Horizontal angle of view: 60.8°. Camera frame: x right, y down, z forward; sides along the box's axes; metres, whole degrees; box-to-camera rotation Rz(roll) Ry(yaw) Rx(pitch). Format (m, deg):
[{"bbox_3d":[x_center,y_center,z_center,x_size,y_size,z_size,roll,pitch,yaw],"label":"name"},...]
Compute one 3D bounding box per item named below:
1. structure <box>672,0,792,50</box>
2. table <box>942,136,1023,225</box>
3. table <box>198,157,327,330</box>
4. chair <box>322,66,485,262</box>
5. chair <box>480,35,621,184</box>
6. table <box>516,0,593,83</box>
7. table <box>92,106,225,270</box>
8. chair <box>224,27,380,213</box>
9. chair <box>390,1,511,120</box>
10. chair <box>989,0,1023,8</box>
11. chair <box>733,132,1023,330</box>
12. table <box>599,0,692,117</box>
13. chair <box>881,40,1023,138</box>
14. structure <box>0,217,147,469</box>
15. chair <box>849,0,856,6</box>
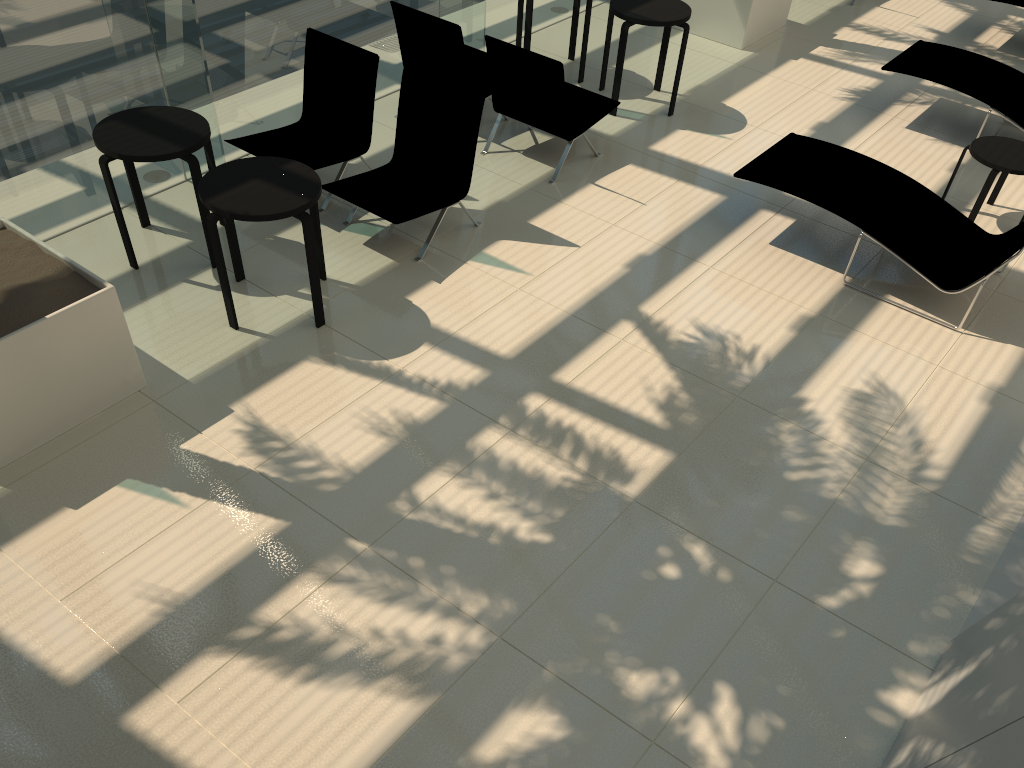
[{"bbox_3d":[2.317,-6.505,6.536,4.709,7.614,4.170,25,47,20],"label":"structure"},{"bbox_3d":[3.631,-1.489,6.576,0.553,0.562,0.506,-4,45,-9],"label":"table"},{"bbox_3d":[-1.451,-0.826,5.240,0.680,0.848,0.620,-1,44,-6],"label":"table"},{"bbox_3d":[-0.743,-1.445,5.849,0.692,0.965,0.840,31,50,25],"label":"chair"},{"bbox_3d":[0.319,-2.250,6.768,0.692,0.965,0.840,31,50,25],"label":"chair"},{"bbox_3d":[0.365,-3.239,7.874,0.677,0.848,0.623,-7,45,-12],"label":"table"},{"bbox_3d":[-2.214,-1.241,5.596,0.680,0.848,0.620,-1,44,-6],"label":"table"},{"bbox_3d":[-1.477,-1.844,6.192,0.692,0.965,0.840,31,50,25],"label":"chair"},{"bbox_3d":[-0.414,-2.649,7.111,0.692,0.965,0.840,31,50,25],"label":"chair"},{"bbox_3d":[5.863,-3.848,8.683,1.971,1.257,0.872,29,49,23],"label":"chair"},{"bbox_3d":[2.629,-1.353,5.838,1.971,1.257,0.872,29,49,23],"label":"chair"},{"bbox_3d":[1.128,-2.825,7.518,0.677,0.848,0.623,-7,45,-12],"label":"table"},{"bbox_3d":[4.271,-2.620,7.282,1.971,1.257,0.872,29,49,23],"label":"chair"},{"bbox_3d":[-2.746,-2.626,2.111,4.428,7.614,4.429,14,45,10],"label":"structure"},{"bbox_3d":[3.843,-4.968,9.868,0.692,0.965,0.840,31,50,25],"label":"chair"}]
